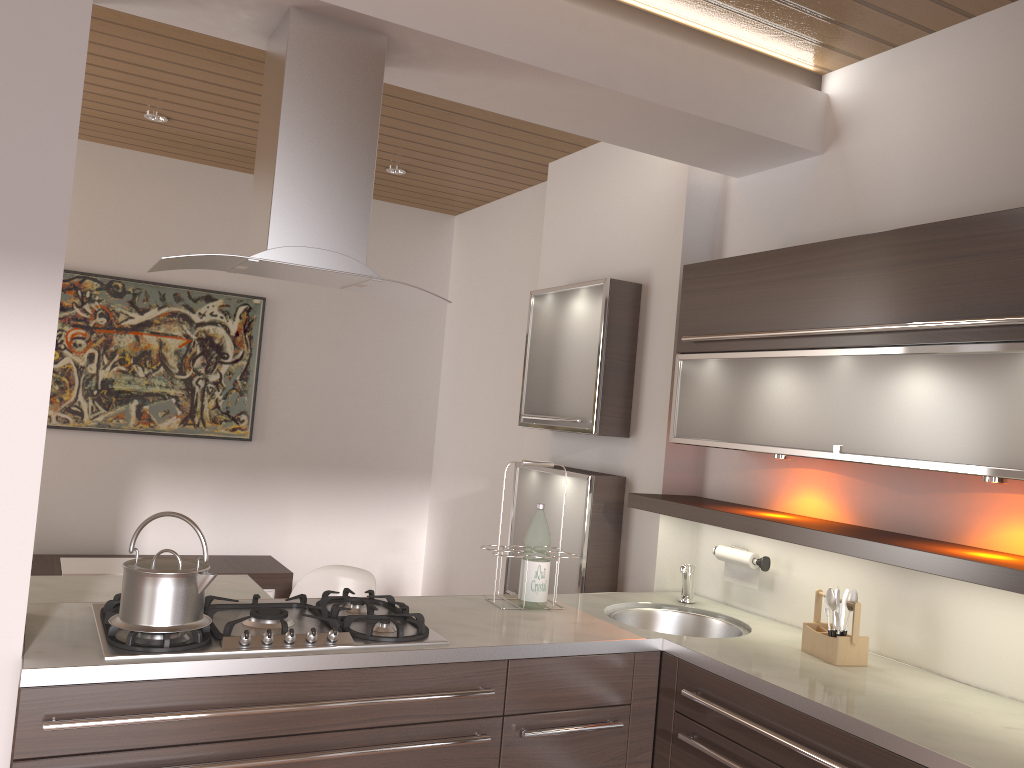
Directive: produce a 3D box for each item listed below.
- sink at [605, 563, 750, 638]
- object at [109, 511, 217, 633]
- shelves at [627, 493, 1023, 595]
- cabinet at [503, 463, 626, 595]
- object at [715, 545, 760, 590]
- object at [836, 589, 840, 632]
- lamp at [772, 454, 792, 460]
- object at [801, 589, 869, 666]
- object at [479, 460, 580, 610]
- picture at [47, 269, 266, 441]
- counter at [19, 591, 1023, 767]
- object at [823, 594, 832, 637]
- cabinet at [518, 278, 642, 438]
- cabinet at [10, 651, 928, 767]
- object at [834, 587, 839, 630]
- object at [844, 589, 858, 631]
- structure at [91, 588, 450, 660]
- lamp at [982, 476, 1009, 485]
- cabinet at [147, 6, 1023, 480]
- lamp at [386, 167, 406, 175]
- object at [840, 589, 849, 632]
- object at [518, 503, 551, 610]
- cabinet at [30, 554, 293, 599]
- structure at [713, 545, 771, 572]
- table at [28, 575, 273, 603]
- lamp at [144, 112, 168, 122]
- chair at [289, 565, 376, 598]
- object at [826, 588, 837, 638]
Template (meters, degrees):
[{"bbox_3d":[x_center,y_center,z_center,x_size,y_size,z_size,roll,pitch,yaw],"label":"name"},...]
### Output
[{"bbox_3d":[0.507,0.753,2.796,0.450,0.347,0.494,6,-2,-22],"label":"sink"},{"bbox_3d":[-0.792,0.419,2.036,0.221,0.251,0.221,7,-3,-35],"label":"object"},{"bbox_3d":[0.983,0.432,2.402,0.313,0.050,1.850,6,-2,-28],"label":"shelves"},{"bbox_3d":[0.188,0.645,3.621,0.194,0.600,0.598,6,-2,-28],"label":"cabinet"},{"bbox_3d":[0.748,0.610,2.957,0.053,0.119,0.165,6,-2,-28],"label":"object"},{"bbox_3d":[0.880,0.652,2.394,0.023,0.196,0.018,6,-2,-26],"label":"object"},{"bbox_3d":[0.832,0.225,2.733,0.056,0.018,0.056,4,-3,34],"label":"lamp"},{"bbox_3d":[0.894,0.669,2.448,0.100,0.170,0.173,6,-2,-16],"label":"object"},{"bbox_3d":[0.060,0.468,2.802,0.291,0.453,0.210,6,-2,-23],"label":"object"},{"bbox_3d":[-1.965,-0.142,4.620,1.277,0.801,0.018,6,-2,-28],"label":"picture"},{"bbox_3d":[0.136,0.687,1.950,2.150,0.036,1.850,6,-2,-28],"label":"counter"},{"bbox_3d":[0.865,0.660,2.415,0.044,0.178,0.019,3,-3,37],"label":"object"},{"bbox_3d":[0.210,-0.107,3.605,0.172,0.600,0.619,7,-3,-42],"label":"cabinet"},{"bbox_3d":[0.096,1.138,1.933,2.150,0.870,1.850,6,-2,-28],"label":"cabinet"},{"bbox_3d":[0.885,0.653,2.416,0.018,0.196,0.022,6,-2,-26],"label":"object"},{"bbox_3d":[0.909,0.651,2.402,0.042,0.192,0.040,4,-2,20],"label":"object"},{"bbox_3d":[-0.620,0.591,2.261,0.797,0.047,0.494,6,-2,-28],"label":"structure"},{"bbox_3d":[1.157,0.230,2.125,0.056,0.018,0.056,4,-3,34],"label":"lamp"},{"bbox_3d":[0.291,-0.376,2.084,2.058,1.032,1.399,6,-2,-24],"label":"cabinet"},{"bbox_3d":[-0.593,-1.117,4.552,0.102,0.055,0.102,5,-2,-11],"label":"lamp"},{"bbox_3d":[0.895,0.654,2.410,0.020,0.196,0.017,5,-2,-5],"label":"object"},{"bbox_3d":[0.076,0.532,2.751,0.091,0.319,0.091,5,-2,7],"label":"object"},{"bbox_3d":[-1.997,1.175,4.302,1.740,0.608,0.540,6,-2,-28],"label":"cabinet"},{"bbox_3d":[0.781,0.578,2.957,0.087,0.049,0.237,6,-2,-28],"label":"structure"},{"bbox_3d":[-1.198,1.117,2.913,0.800,0.758,1.100,6,-2,-28],"label":"table"},{"bbox_3d":[-1.607,-1.227,4.008,0.102,0.055,0.102,5,-2,-11],"label":"lamp"},{"bbox_3d":[-0.811,1.119,3.221,0.491,0.847,0.608,4,-3,32],"label":"chair"},{"bbox_3d":[0.863,0.647,2.387,0.042,0.192,0.040,4,-2,18],"label":"object"}]
